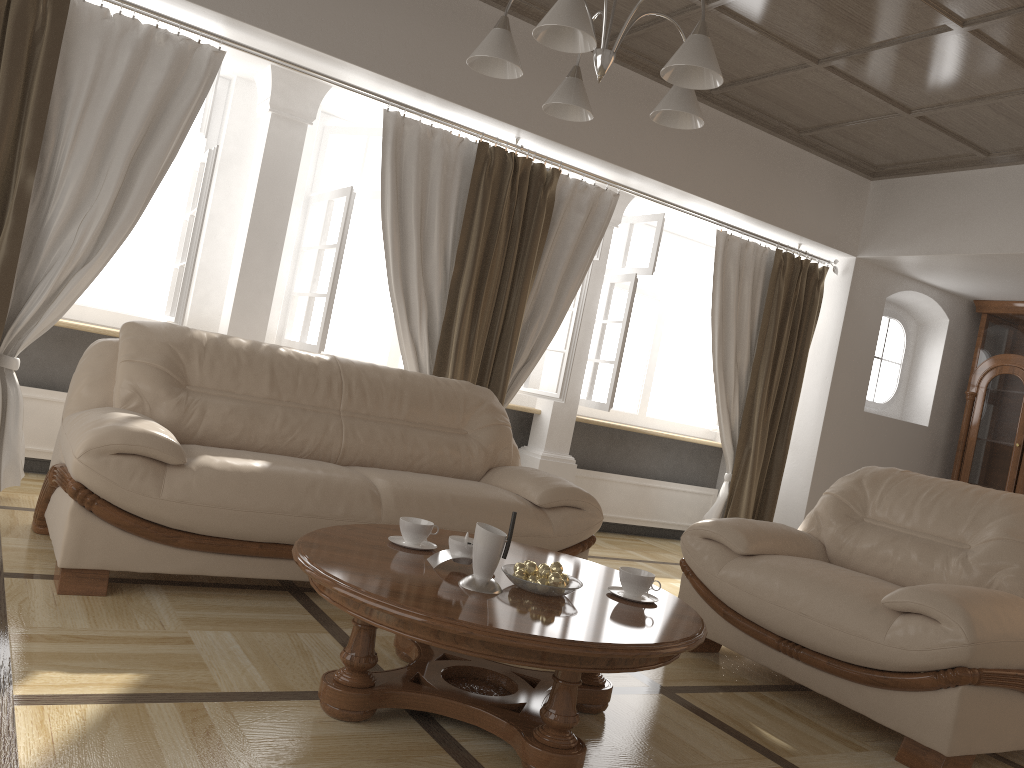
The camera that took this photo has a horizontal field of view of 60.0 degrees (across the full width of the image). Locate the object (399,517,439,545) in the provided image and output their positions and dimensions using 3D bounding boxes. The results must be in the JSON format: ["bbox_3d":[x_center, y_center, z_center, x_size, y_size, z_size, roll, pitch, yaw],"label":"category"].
[{"bbox_3d":[-0.291,0.447,2.673,0.105,0.071,0.114,11,0,19],"label":"object"}]

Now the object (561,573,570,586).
[{"bbox_3d":[0.140,0.544,2.453,0.039,0.039,0.040,11,0,-21],"label":"object"}]

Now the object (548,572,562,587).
[{"bbox_3d":[0.113,0.516,2.330,0.038,0.042,0.038,11,0,-23],"label":"object"}]

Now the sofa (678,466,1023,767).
[{"bbox_3d":[1.463,0.781,3.461,1.052,0.900,1.318,11,0,-31],"label":"sofa"}]

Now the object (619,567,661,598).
[{"bbox_3d":[0.356,0.577,2.553,0.105,0.071,0.114,11,0,-16],"label":"object"}]

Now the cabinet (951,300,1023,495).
[{"bbox_3d":[4.247,0.629,6.133,0.587,2.298,2.360,11,0,-31],"label":"cabinet"}]

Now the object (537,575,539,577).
[{"bbox_3d":[0.072,0.537,2.416,0.039,0.038,0.041,11,0,11],"label":"object"}]

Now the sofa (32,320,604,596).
[{"bbox_3d":[-0.731,0.342,3.732,2.135,0.900,1.051,11,0,-31],"label":"sofa"}]

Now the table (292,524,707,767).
[{"bbox_3d":[-0.068,0.732,2.521,1.169,0.392,1.167,11,0,-36],"label":"table"}]

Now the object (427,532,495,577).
[{"bbox_3d":[-0.130,0.452,2.485,0.178,0.133,0.104,11,0,-16],"label":"object"}]

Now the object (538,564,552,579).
[{"bbox_3d":[0.088,0.504,2.374,0.037,0.041,0.040,11,0,-8],"label":"object"}]

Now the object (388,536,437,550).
[{"bbox_3d":[-0.299,0.481,2.668,0.150,0.010,0.150,11,0,44],"label":"object"}]

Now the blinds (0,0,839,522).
[{"bbox_3d":[-0.270,-0.281,4.916,5.765,2.294,0.285,11,0,-31],"label":"blinds"}]

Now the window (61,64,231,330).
[{"bbox_3d":[-2.240,-1.081,4.313,1.600,1.500,0.781,11,0,-31],"label":"window"}]

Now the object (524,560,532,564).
[{"bbox_3d":[0.049,0.516,2.490,0.040,0.040,0.038,11,0,38],"label":"object"}]

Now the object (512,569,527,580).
[{"bbox_3d":[0.020,0.519,2.388,0.037,0.040,0.041,11,0,-19],"label":"object"}]

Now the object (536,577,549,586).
[{"bbox_3d":[0.082,0.532,2.347,0.039,0.039,0.041,11,0,36],"label":"object"}]

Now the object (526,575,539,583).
[{"bbox_3d":[0.057,0.533,2.376,0.038,0.040,0.039,11,0,-41],"label":"object"}]

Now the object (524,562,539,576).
[{"bbox_3d":[0.053,0.502,2.403,0.038,0.039,0.040,11,0,43],"label":"object"}]

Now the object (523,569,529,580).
[{"bbox_3d":[0.032,0.528,2.424,0.038,0.040,0.040,11,0,19],"label":"object"}]

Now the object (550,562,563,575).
[{"bbox_3d":[0.121,0.511,2.444,0.038,0.044,0.038,11,0,-25],"label":"object"}]

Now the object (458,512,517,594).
[{"bbox_3d":[-0.062,0.426,2.309,0.119,0.210,0.119,11,0,36],"label":"object"}]

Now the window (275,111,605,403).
[{"bbox_3d":[-0.419,-0.714,5.462,1.759,1.500,0.784,11,0,-32],"label":"window"}]

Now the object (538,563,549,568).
[{"bbox_3d":[0.087,0.524,2.495,0.039,0.039,0.041,11,0,18],"label":"object"}]

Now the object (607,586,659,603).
[{"bbox_3d":[0.348,0.610,2.558,0.150,0.010,0.150,11,0,-42],"label":"object"}]

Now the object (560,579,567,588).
[{"bbox_3d":[0.125,0.538,2.360,0.038,0.041,0.041,11,0,43],"label":"object"}]

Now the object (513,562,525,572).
[{"bbox_3d":[0.024,0.515,2.460,0.041,0.038,0.039,11,0,12],"label":"object"}]

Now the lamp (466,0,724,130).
[{"bbox_3d":[0.377,-1.380,2.538,0.713,1.094,0.741,11,0,-32],"label":"lamp"}]

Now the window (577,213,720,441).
[{"bbox_3d":[1.251,-0.379,6.489,1.653,1.500,0.782,11,0,-31],"label":"window"}]

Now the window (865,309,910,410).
[{"bbox_3d":[2.886,-0.190,6.954,0.600,0.784,0.050,11,0,-31],"label":"window"}]

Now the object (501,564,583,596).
[{"bbox_3d":[0.079,0.541,2.416,0.227,0.039,0.227,11,0,-6],"label":"object"}]
